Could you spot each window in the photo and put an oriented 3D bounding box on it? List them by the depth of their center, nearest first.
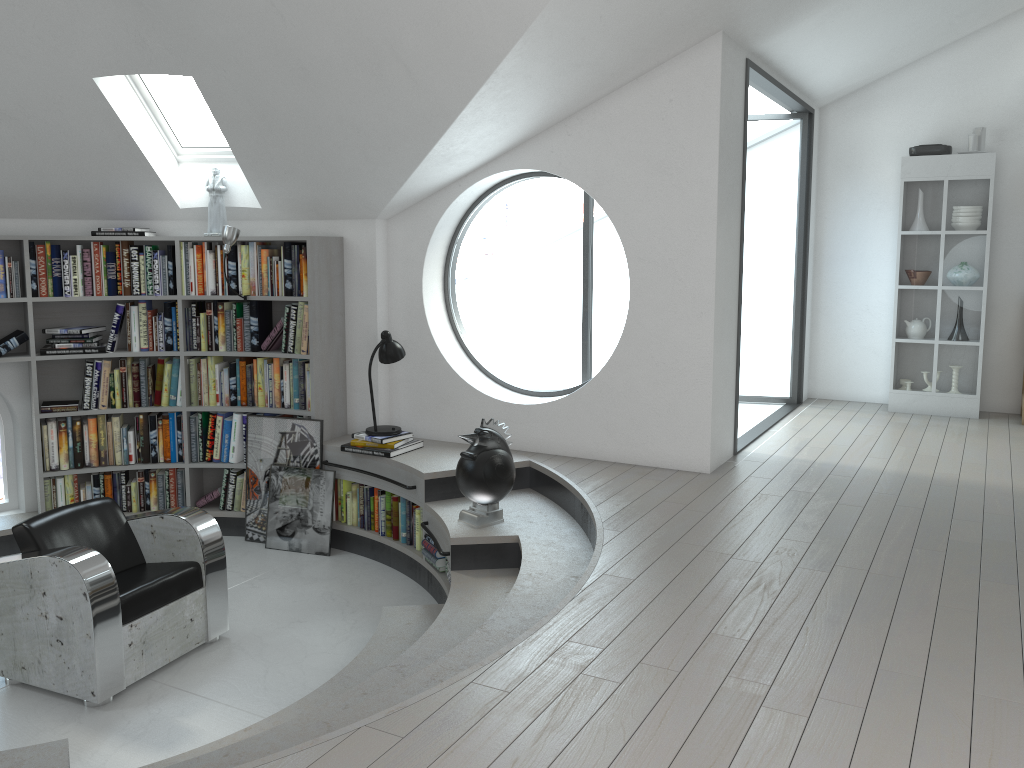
[{"bbox_3d":[-3.095,-1.612,4.512,1.934,0.711,4.067,5,10,28],"label":"window"},{"bbox_3d":[-4.091,0.564,4.730,0.617,1.146,3.243,2,9,14],"label":"window"},{"bbox_3d":[0.196,-0.648,5.820,1.472,1.465,0.104,4,8,28],"label":"window"}]

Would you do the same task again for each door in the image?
[{"bbox_3d":[1.852,-1.021,7.344,1.051,2.338,0.080,2,7,14],"label":"door"}]

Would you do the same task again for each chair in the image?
[{"bbox_3d":[-1.946,0.977,4.271,0.741,0.717,0.826,3,9,23],"label":"chair"}]

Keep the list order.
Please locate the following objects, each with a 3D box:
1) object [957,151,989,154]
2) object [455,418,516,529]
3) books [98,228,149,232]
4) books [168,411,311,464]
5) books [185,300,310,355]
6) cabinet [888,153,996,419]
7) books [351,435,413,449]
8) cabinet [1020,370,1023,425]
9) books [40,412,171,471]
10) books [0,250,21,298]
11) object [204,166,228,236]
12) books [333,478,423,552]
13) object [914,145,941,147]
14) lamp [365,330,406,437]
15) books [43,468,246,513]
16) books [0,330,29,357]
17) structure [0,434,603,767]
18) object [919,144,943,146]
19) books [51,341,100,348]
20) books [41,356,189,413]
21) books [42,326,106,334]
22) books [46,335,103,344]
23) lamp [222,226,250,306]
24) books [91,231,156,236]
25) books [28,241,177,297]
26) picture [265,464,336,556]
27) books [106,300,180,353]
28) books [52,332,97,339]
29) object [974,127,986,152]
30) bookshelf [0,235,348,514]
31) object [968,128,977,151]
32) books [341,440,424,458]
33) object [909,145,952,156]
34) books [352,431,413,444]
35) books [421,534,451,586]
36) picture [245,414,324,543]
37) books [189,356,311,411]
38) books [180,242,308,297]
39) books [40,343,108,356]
[{"bbox_3d":[3.522,-1.745,6.739,0.295,0.024,0.151,-6,11,-37],"label":"object"},{"bbox_3d":[-0.140,0.459,4.733,0.320,0.560,0.321,0,7,2],"label":"object"},{"bbox_3d":[-2.625,-1.042,6.003,0.247,0.027,0.234,0,9,1],"label":"books"},{"bbox_3d":[-1.803,0.358,6.136,1.184,0.357,0.305,1,8,10],"label":"books"},{"bbox_3d":[-1.739,-0.399,6.039,1.052,0.357,0.280,2,8,14],"label":"books"},{"bbox_3d":[3.362,-0.765,6.942,0.642,1.983,0.362,4,8,28],"label":"cabinet"},{"bbox_3d":[-0.831,0.363,5.691,0.304,0.034,0.287,3,9,18],"label":"books"},{"bbox_3d":[6.789,0.090,5.344,6.434,1.018,1.007,5,9,28],"label":"cabinet"},{"bbox_3d":[-2.753,0.366,6.067,0.872,0.349,0.273,-3,8,-20],"label":"books"},{"bbox_3d":[-3.692,-0.660,5.173,0.394,0.365,1.570,5,10,34],"label":"books"},{"bbox_3d":[-1.989,-1.228,5.968,0.179,0.471,0.179,6,9,37],"label":"object"},{"bbox_3d":[-0.801,0.798,5.664,1.149,0.297,0.273,8,11,42],"label":"books"},{"bbox_3d":[3.248,-1.781,6.881,0.238,0.119,0.239,5,9,28],"label":"object"},{"bbox_3d":[-0.808,-0.013,5.674,0.234,0.658,0.323,7,10,44],"label":"lamp"},{"bbox_3d":[-2.470,0.722,6.144,1.497,0.310,0.361,-1,8,-9],"label":"books"},{"bbox_3d":[-3.324,-0.339,5.665,0.399,0.339,0.225,-7,10,-41],"label":"books"},{"bbox_3d":[-1.886,1.000,4.161,4.710,0.691,4.726,-2,9,-16],"label":"structure"},{"bbox_3d":[3.248,-1.790,6.880,0.170,0.119,0.171,4,9,28],"label":"object"},{"bbox_3d":[-2.944,-0.271,5.979,0.286,0.031,0.270,-4,10,-26],"label":"books"},{"bbox_3d":[-2.669,-0.015,6.038,0.974,0.351,0.252,-3,8,-19],"label":"books"},{"bbox_3d":[-2.944,-0.364,5.968,0.286,0.031,0.270,1,9,8],"label":"books"},{"bbox_3d":[-2.944,-0.302,5.976,0.286,0.031,0.270,-2,9,-11],"label":"books"},{"bbox_3d":[-1.776,-0.764,5.777,0.112,0.523,0.276,2,8,19],"label":"lamp"},{"bbox_3d":[-2.625,-1.014,6.006,0.336,0.036,0.318,-1,9,-9],"label":"books"},{"bbox_3d":[-2.736,-0.775,5.937,0.969,0.366,0.307,-3,8,-18],"label":"books"},{"bbox_3d":[-1.391,0.826,5.818,0.489,0.553,0.107,3,7,19],"label":"picture"},{"bbox_3d":[-2.491,-0.406,6.080,0.553,0.349,0.256,-2,8,-15],"label":"books"},{"bbox_3d":[-2.944,-0.333,5.972,0.226,0.036,0.214,-2,9,-11],"label":"books"},{"bbox_3d":[3.565,-1.846,6.757,0.072,0.210,0.071,-5,9,-38],"label":"object"},{"bbox_3d":[-3.095,0.141,4.724,2.110,1.873,4.346,4,9,28],"label":"bookshelf"},{"bbox_3d":[3.478,-1.830,6.695,0.054,0.195,0.054,-5,9,-36],"label":"object"},{"bbox_3d":[-0.832,0.399,5.695,0.388,0.042,0.366,5,10,28],"label":"books"},{"bbox_3d":[3.248,-1.771,6.882,0.299,0.119,0.299,5,9,28],"label":"object"},{"bbox_3d":[-0.831,0.331,5.687,0.286,0.031,0.270,7,11,38],"label":"books"},{"bbox_3d":[-0.300,0.985,4.873,0.240,0.167,0.667,-3,9,-21],"label":"books"},{"bbox_3d":[-1.527,0.650,5.922,0.578,0.860,0.091,3,7,18],"label":"picture"},{"bbox_3d":[-1.732,-0.019,6.090,1.021,0.346,0.276,2,8,14],"label":"books"},{"bbox_3d":[-1.749,-0.780,5.996,1.014,0.361,0.294,2,8,11],"label":"books"},{"bbox_3d":[-2.944,-0.239,5.983,0.388,0.042,0.367,-3,9,-21],"label":"books"}]
